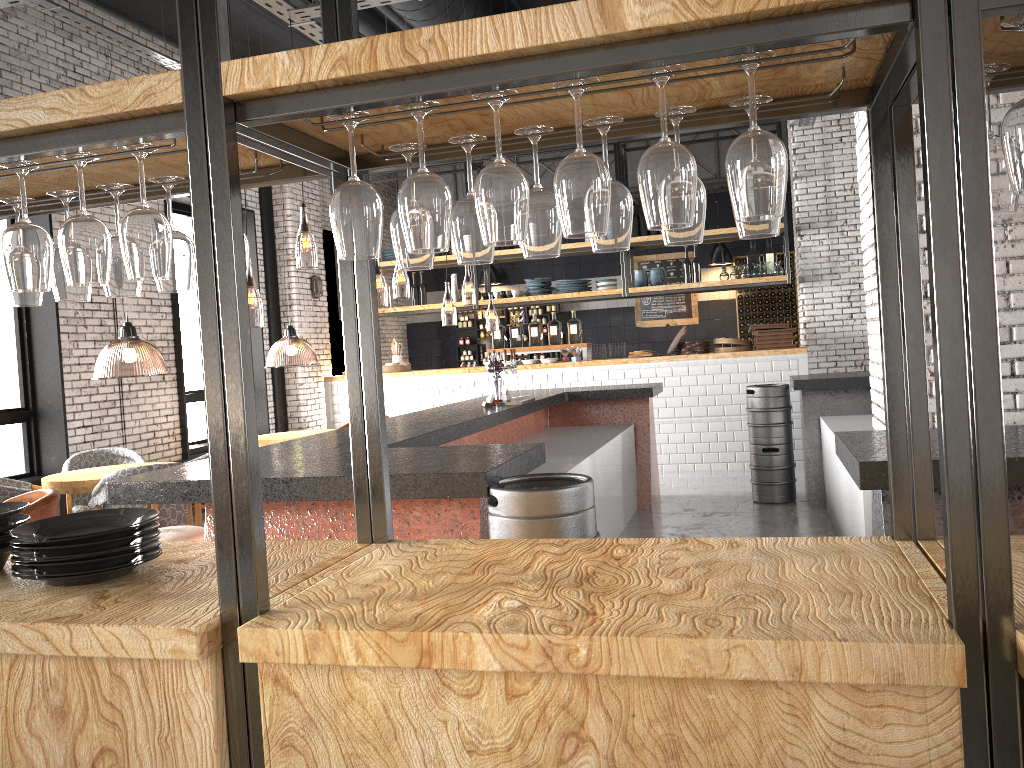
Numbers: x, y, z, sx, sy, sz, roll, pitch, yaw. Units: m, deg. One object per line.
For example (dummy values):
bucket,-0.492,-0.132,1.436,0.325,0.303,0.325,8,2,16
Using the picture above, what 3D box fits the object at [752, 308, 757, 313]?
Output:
object,3.640,-1.108,13.324,0.079,0.079,0.284,-3,2,16

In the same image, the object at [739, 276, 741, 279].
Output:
object,3.425,-1.622,13.370,0.079,0.079,0.284,-3,2,16

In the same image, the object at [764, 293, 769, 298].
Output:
object,3.808,-1.327,13.270,0.079,0.079,0.284,-3,2,16

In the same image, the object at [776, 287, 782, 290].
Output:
object,3.984,-1.442,13.222,0.079,0.079,0.284,-3,2,16

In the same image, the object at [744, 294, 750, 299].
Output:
object,3.525,-1.310,13.309,0.079,0.079,0.284,-3,2,16

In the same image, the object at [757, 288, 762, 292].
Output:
object,3.706,-1.426,13.279,0.079,0.079,0.284,-3,2,16

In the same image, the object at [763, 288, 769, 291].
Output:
object,3.792,-1.430,13.235,0.079,0.079,0.284,-3,2,16

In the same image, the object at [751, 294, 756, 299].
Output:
object,3.622,-1.316,13.306,0.079,0.079,0.284,-3,2,16

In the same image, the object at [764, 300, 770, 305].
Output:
object,3.805,-1.220,13.235,0.079,0.079,0.284,-3,2,16

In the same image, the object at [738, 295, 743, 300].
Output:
object,3.438,-1.306,13.348,0.079,0.079,0.284,-3,2,16

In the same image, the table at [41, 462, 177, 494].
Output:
table,-2.857,1.035,6.430,0.933,0.809,0.932,-5,2,-27

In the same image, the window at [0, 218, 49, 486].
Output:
window,-4.257,-0.464,6.782,0.365,2.696,1.536,-3,1,16

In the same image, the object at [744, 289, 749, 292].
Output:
object,3.520,-1.415,13.311,0.079,0.079,0.284,-3,2,16

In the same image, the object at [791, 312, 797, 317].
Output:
object,4.183,-1.031,13.141,0.079,0.079,0.284,-3,2,16

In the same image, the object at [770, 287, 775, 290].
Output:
object,3.888,-1.436,13.228,0.079,0.079,0.284,-3,2,16

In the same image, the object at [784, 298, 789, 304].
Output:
object,4.083,-1.237,13.181,0.079,0.079,0.284,-3,2,16

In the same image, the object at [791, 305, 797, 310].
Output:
object,4.181,-1.137,13.158,0.079,0.079,0.284,-3,2,16

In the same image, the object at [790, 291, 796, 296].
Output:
object,4.167,-1.346,13.154,0.079,0.079,0.284,-3,2,16

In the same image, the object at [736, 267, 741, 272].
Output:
object,3.417,-1.727,13.364,0.079,0.079,0.284,-3,2,16

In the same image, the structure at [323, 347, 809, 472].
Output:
structure,0.655,0.391,11.125,5.798,1.345,1.512,-3,2,16

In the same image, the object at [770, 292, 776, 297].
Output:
object,3.899,-1.332,13.245,0.079,0.079,0.284,-3,2,16

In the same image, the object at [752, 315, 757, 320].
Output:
object,3.641,-1.001,13.303,0.079,0.079,0.284,-3,2,16

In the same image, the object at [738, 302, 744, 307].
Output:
object,3.452,-1.202,13.374,0.079,0.079,0.284,-3,2,16

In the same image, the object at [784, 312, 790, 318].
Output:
object,4.101,-1.028,13.200,0.079,0.079,0.284,-3,2,16

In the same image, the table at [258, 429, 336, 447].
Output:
table,-2.085,0.898,8.710,0.933,0.809,0.932,-5,2,-32

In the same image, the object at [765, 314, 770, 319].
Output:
object,3.825,-1.012,13.261,0.079,0.079,0.284,-3,2,16

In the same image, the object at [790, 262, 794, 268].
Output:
object,4.133,-1.765,13.125,0.079,0.079,0.284,-3,2,16

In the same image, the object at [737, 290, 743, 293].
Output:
object,3.434,-1.411,13.355,0.079,0.079,0.284,-3,2,16

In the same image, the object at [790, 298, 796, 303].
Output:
object,4.179,-1.243,13.175,0.079,0.079,0.284,-3,2,16

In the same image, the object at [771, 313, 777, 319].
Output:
object,3.921,-1.018,13.255,0.079,0.079,0.284,-3,2,16

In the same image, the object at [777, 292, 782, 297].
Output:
object,3.986,-1.336,13.205,0.079,0.079,0.284,-3,2,16

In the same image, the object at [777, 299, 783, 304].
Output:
object,3.987,-1.231,13.188,0.079,0.079,0.284,-3,2,16

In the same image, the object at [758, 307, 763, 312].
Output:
object,3.721,-1.110,13.262,0.079,0.079,0.284,-3,2,16

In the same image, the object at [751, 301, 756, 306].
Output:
object,3.624,-1.211,13.289,0.079,0.079,0.284,-3,2,16

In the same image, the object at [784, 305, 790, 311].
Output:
object,4.094,-1.133,13.199,0.079,0.079,0.284,-3,2,16

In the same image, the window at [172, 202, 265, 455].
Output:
window,-3.406,-0.637,9.868,0.365,2.696,1.536,-3,1,16

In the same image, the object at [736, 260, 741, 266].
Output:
object,3.401,-1.830,13.329,0.079,0.079,0.284,-3,2,16

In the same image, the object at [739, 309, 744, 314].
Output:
object,3.454,-1.097,13.360,0.079,0.079,0.284,-3,2,16

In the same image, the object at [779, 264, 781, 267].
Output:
object,3.958,-1.756,13.198,0.079,0.079,0.284,-3,2,16

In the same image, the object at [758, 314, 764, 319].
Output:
object,3.734,-1.007,13.286,0.079,0.079,0.284,-3,2,16

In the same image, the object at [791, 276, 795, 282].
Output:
object,4.153,-1.556,13.151,0.079,0.079,0.284,-3,2,16

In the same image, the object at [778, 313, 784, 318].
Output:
object,4.006,-1.022,13.210,0.079,0.079,0.284,-3,2,16

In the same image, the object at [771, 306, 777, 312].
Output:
object,3.913,-1.123,13.249,0.079,0.079,0.284,-3,2,16

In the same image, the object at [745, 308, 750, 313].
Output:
object,3.551,-1.103,13.354,0.079,0.079,0.284,-3,2,16

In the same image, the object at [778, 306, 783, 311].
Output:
object,3.993,-1.125,13.186,0.079,0.079,0.284,-3,2,16

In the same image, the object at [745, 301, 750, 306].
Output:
object,3.538,-1.207,13.333,0.079,0.079,0.284,-3,2,16

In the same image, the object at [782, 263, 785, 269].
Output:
object,4.046,-1.760,13.164,0.079,0.079,0.284,-3,2,16

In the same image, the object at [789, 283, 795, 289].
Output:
object,4.158,-1.451,13.144,0.079,0.079,0.284,-3,2,16

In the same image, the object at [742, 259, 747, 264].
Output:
object,3.501,-1.837,13.337,0.079,0.079,0.284,-3,2,16

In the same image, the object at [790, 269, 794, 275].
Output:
object,4.151,-1.662,13.164,0.079,0.079,0.284,-3,2,16

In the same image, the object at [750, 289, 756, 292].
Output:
object,3.619,-1.422,13.319,0.079,0.079,0.284,-3,2,16

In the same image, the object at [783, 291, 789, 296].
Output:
object,4.081,-1.342,13.195,0.079,0.079,0.284,-3,2,16

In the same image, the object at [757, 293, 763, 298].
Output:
object,3.718,-1.322,13.300,0.079,0.079,0.284,-3,2,16

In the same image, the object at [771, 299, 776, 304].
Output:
object,3.902,-1.227,13.232,0.079,0.079,0.284,-3,2,16

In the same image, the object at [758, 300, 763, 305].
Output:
object,3.720,-1.217,13.282,0.079,0.079,0.284,-3,2,16

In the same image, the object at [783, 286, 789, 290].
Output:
object,4.074,-1.447,13.193,0.079,0.079,0.284,-3,2,16

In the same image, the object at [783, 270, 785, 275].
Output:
object,4.056,-1.656,13.174,0.079,0.079,0.284,-3,2,16

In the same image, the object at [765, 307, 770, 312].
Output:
object,3.813,-1.116,13.241,0.079,0.079,0.284,-3,2,16

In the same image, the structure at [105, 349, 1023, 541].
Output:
structure,1.278,0.456,5.659,4.309,1.533,5.881,-3,2,16
